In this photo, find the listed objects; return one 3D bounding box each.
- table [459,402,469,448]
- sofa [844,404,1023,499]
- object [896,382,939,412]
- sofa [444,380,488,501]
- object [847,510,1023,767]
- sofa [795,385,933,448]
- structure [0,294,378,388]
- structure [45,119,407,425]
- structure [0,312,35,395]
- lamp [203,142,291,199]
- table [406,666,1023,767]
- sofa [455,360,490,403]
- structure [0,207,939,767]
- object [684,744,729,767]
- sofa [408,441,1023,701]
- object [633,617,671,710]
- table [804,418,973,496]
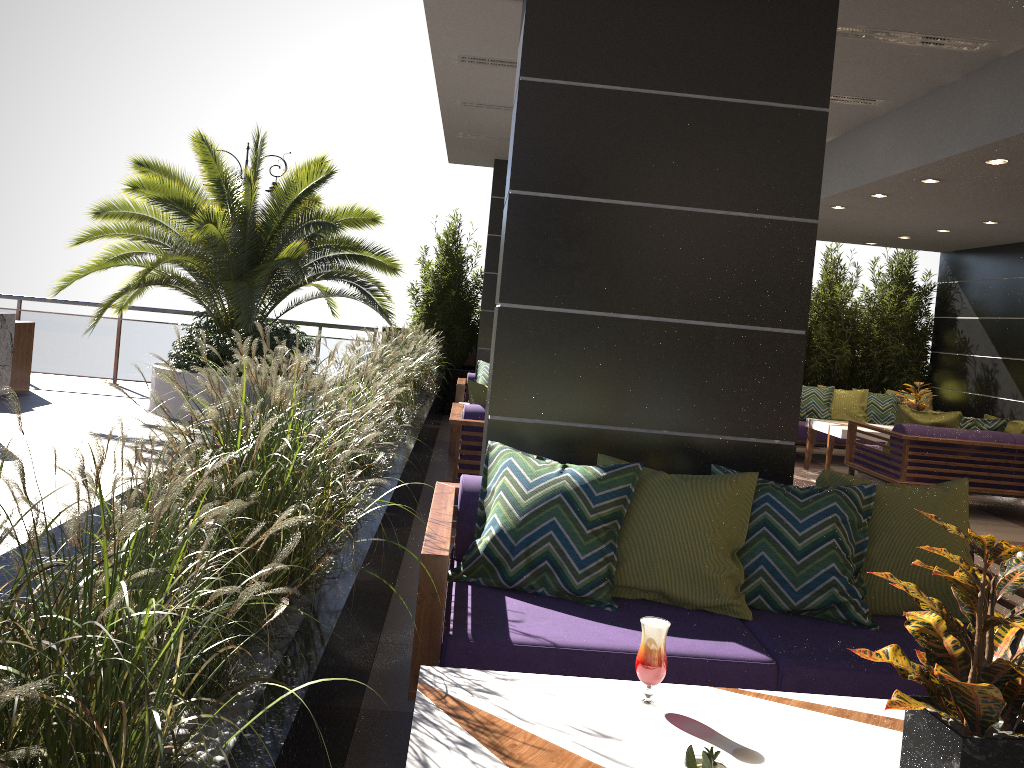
[{"bbox_3d":[0.526,0.567,7.650,2.036,0.553,0.944,5,3,-3],"label":"table"},{"bbox_3d":[4.321,0.698,8.104,2.125,0.918,1.122,5,3,-3],"label":"sofa"},{"bbox_3d":[4.265,0.239,9.347,0.431,0.526,0.425,6,2,14],"label":"object"},{"bbox_3d":[0.608,0.491,6.341,2.125,0.918,1.122,5,3,-3],"label":"sofa"},{"bbox_3d":[0.849,0.514,1.601,0.430,0.526,0.425,6,2,9],"label":"object"},{"bbox_3d":[4.205,0.492,10.669,2.125,0.918,1.122,5,3,-3],"label":"sofa"},{"bbox_3d":[-7.598,-0.071,2.887,12.912,1.057,17.544,5,4,-3],"label":"structure"},{"bbox_3d":[-3.034,-1.312,9.977,3.765,3.299,3.794,8,4,40],"label":"structure"},{"bbox_3d":[-7.747,-0.747,9.828,4.399,1.327,0.806,5,2,-3],"label":"structure"},{"bbox_3d":[-3.589,-1.501,11.569,1.122,3.324,0.264,5,1,-3],"label":"lamp"},{"bbox_3d":[0.799,1.050,1.618,2.036,0.553,0.943,5,3,-3],"label":"table"},{"bbox_3d":[0.491,0.286,8.906,2.125,0.918,1.122,5,3,-3],"label":"sofa"},{"bbox_3d":[2.685,0.021,0.421,7.813,3.117,24.786,5,4,-3],"label":"structure"},{"bbox_3d":[0.282,0.642,1.315,0.068,0.211,0.069,5,1,-20],"label":"object"},{"bbox_3d":[0.754,0.750,3.110,2.125,0.918,1.122,5,3,-3],"label":"sofa"},{"bbox_3d":[0.306,0.611,1.942,0.068,0.181,0.069,5,1,-20],"label":"object"},{"bbox_3d":[4.263,0.780,9.367,2.036,0.553,0.944,5,3,-3],"label":"table"}]
